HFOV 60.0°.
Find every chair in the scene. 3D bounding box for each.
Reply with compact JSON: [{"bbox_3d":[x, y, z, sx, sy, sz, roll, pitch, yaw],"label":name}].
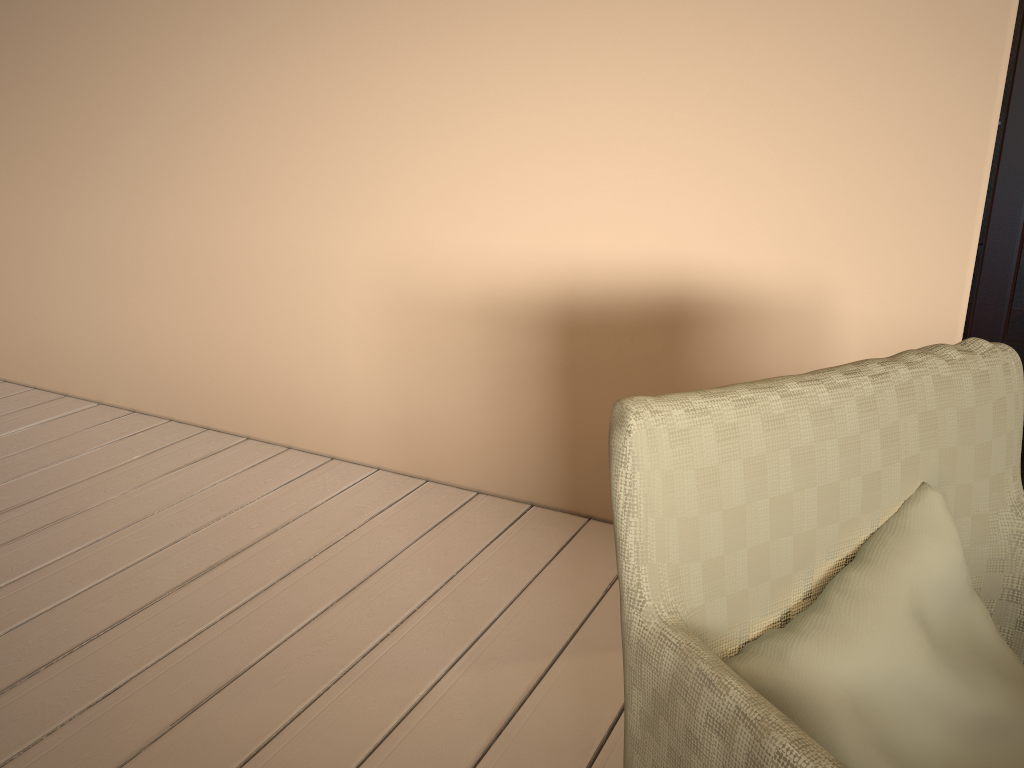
[{"bbox_3d":[0.413,0.425,0.756,0.564,0.793,0.566,-7,18,-27],"label":"chair"}]

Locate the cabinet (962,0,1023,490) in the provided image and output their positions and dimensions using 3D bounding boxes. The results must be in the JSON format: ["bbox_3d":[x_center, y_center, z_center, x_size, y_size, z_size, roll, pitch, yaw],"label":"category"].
[{"bbox_3d":[2.116,-0.409,1.471,2.494,1.823,0.895,10,17,25],"label":"cabinet"}]

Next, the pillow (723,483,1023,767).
[{"bbox_3d":[0.372,0.270,0.818,0.248,0.292,0.318,14,20,37],"label":"pillow"}]
